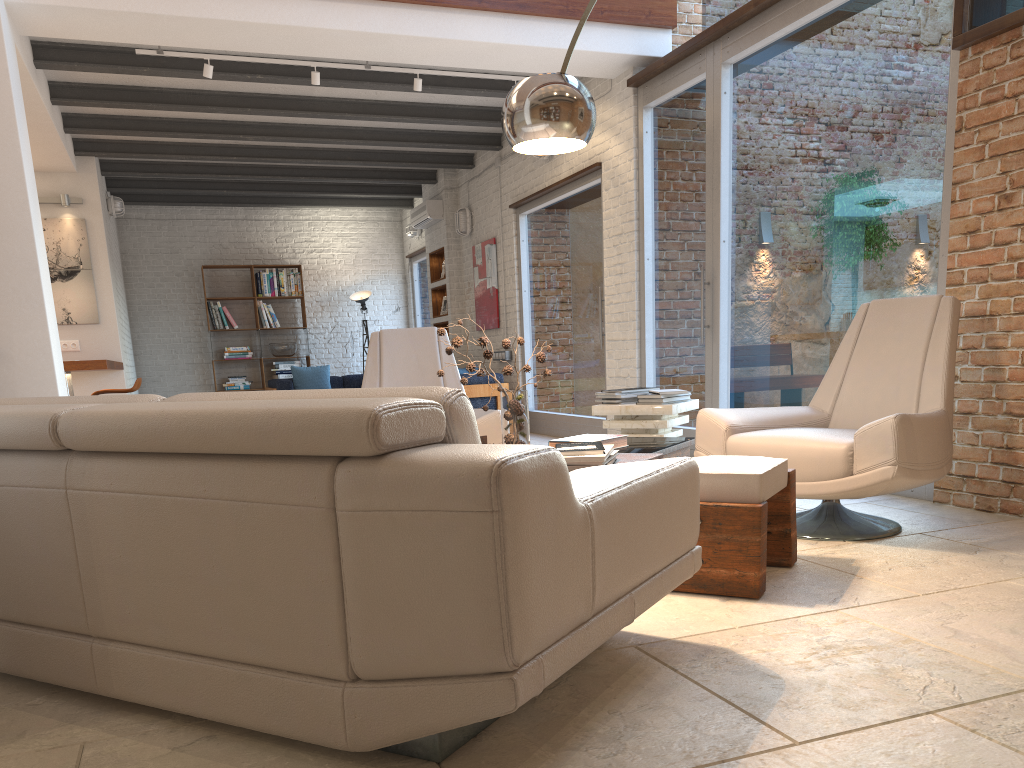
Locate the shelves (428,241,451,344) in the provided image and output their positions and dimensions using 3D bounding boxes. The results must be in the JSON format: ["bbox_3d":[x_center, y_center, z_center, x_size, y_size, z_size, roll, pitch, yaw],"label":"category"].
[{"bbox_3d":[-0.834,-1.026,11.120,0.191,1.466,0.750,-7,11,-21],"label":"shelves"}]

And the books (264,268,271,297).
[{"bbox_3d":[-3.434,-1.413,12.248,0.036,0.394,0.238,-7,10,-21],"label":"books"}]

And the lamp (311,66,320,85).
[{"bbox_3d":[-1.387,-2.169,6.157,0.060,0.132,0.084,-6,10,-19],"label":"lamp"}]

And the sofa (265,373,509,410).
[{"bbox_3d":[-1.704,0.222,10.565,2.067,0.677,3.882,-4,2,-21],"label":"sofa"}]

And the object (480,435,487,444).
[{"bbox_3d":[-0.183,0.273,3.884,0.114,0.084,0.092,2,8,41],"label":"object"}]

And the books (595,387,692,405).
[{"bbox_3d":[0.823,0.070,5.157,0.384,0.081,0.562,-4,3,-37],"label":"books"}]

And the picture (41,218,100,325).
[{"bbox_3d":[-4.502,-1.105,8.609,0.651,1.044,0.019,-6,12,-20],"label":"picture"}]

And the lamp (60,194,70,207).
[{"bbox_3d":[-4.346,-1.785,8.477,0.080,0.107,0.077,-1,8,7],"label":"lamp"}]

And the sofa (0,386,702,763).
[{"bbox_3d":[-0.743,0.394,2.516,2.325,0.777,1.119,-1,5,29],"label":"sofa"}]

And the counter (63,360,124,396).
[{"bbox_3d":[-4.328,0.307,7.650,1.676,0.943,2.453,-4,4,-21],"label":"counter"}]

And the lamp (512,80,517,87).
[{"bbox_3d":[0.038,-2.251,6.670,0.059,0.132,0.085,3,11,29],"label":"lamp"}]

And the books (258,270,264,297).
[{"bbox_3d":[-3.518,-1.395,12.234,0.020,0.369,0.266,-7,10,-21],"label":"books"}]

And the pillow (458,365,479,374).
[{"bbox_3d":[-0.600,-0.030,9.298,0.376,0.336,0.552,1,6,29],"label":"pillow"}]

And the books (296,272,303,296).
[{"bbox_3d":[-3.043,-1.408,12.418,0.055,0.338,0.249,-7,9,-21],"label":"books"}]

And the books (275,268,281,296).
[{"bbox_3d":[-3.314,-1.420,12.297,0.036,0.394,0.238,-7,10,-21],"label":"books"}]

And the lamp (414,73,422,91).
[{"bbox_3d":[-0.693,-2.215,6.410,0.060,0.124,0.084,-6,9,-19],"label":"lamp"}]

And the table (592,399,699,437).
[{"bbox_3d":[0.815,0.364,5.272,0.494,0.518,0.483,1,8,29],"label":"table"}]

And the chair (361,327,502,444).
[{"bbox_3d":[-0.562,0.185,4.946,1.026,1.044,0.947,-3,7,-4],"label":"chair"}]

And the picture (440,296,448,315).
[{"bbox_3d":[-0.841,-1.006,11.175,0.101,0.251,0.190,-9,10,-30],"label":"picture"}]

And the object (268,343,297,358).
[{"bbox_3d":[-3.281,-0.483,12.505,0.403,0.207,0.391,-1,4,21],"label":"object"}]

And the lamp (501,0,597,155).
[{"bbox_3d":[0.966,-0.498,2.789,2.032,2.417,0.308,0,12,15],"label":"lamp"}]

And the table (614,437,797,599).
[{"bbox_3d":[0.220,0.470,3.964,2.201,0.440,1.930,-1,3,30],"label":"table"}]

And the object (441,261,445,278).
[{"bbox_3d":[-0.840,-1.445,10.987,0.112,0.249,0.211,-5,8,-13],"label":"object"}]

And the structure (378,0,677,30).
[{"bbox_3d":[-3.673,-1.290,5.131,10.097,4.246,13.617,-4,3,-21],"label":"structure"}]

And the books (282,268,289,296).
[{"bbox_3d":[-3.212,-1.426,12.348,0.036,0.394,0.238,-7,10,-21],"label":"books"}]

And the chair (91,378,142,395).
[{"bbox_3d":[-3.279,0.346,7.356,0.420,0.796,0.395,-6,11,-20],"label":"chair"}]

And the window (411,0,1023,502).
[{"bbox_3d":[0.911,-2.688,7.123,0.643,6.561,12.118,-7,6,-21],"label":"window"}]

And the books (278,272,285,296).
[{"bbox_3d":[-3.263,-1.394,12.304,0.055,0.338,0.249,-7,9,-21],"label":"books"}]

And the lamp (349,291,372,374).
[{"bbox_3d":[-1.917,-0.430,12.628,0.861,1.896,0.494,6,14,40],"label":"lamp"}]

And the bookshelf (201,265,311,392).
[{"bbox_3d":[-3.573,-0.527,12.351,1.309,2.263,0.355,-6,12,-20],"label":"bookshelf"}]

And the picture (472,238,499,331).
[{"bbox_3d":[-0.301,-1.106,9.874,0.019,0.986,0.728,-7,9,-21],"label":"picture"}]

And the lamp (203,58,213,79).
[{"bbox_3d":[-2.060,-2.131,5.909,0.085,0.132,0.058,5,12,38],"label":"lamp"}]

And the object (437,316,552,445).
[{"bbox_3d":[-0.099,0.013,3.593,0.314,0.623,0.531,6,11,40],"label":"object"}]

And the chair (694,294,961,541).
[{"bbox_3d":[1.495,0.128,3.845,0.970,1.025,1.013,-8,9,-36],"label":"chair"}]

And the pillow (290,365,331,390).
[{"bbox_3d":[-2.723,-0.053,11.870,0.552,0.420,0.218,-5,10,-21],"label":"pillow"}]

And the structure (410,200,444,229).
[{"bbox_3d":[-1.067,-2.100,10.831,0.199,0.225,0.801,-5,3,-21],"label":"structure"}]
